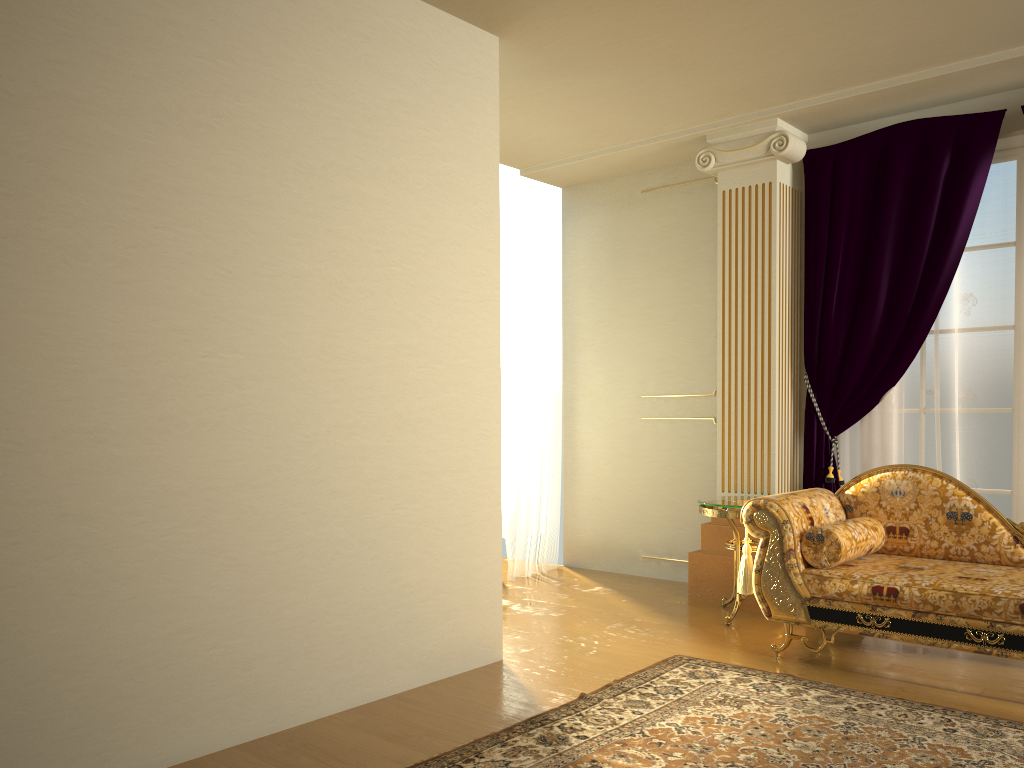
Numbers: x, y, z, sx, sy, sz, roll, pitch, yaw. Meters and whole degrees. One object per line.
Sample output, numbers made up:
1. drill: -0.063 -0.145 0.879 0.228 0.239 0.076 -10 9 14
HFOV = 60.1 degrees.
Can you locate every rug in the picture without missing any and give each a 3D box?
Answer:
1. rug: 0.558 1.179 2.228 2.117 0.017 3.077 -2 -3 41

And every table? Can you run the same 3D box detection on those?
1. table: 1.298 0.955 4.804 0.571 0.644 0.571 0 0 -4

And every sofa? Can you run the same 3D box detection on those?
1. sofa: 1.947 0.796 3.704 1.893 0.872 0.693 -1 0 41

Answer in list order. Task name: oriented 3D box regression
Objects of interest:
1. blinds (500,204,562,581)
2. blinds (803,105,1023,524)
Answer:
1. blinds: -0.319 0.060 5.566 0.164 2.510 2.164 2 2 43
2. blinds: 2.523 -0.068 4.445 2.234 2.657 0.338 0 2 42
